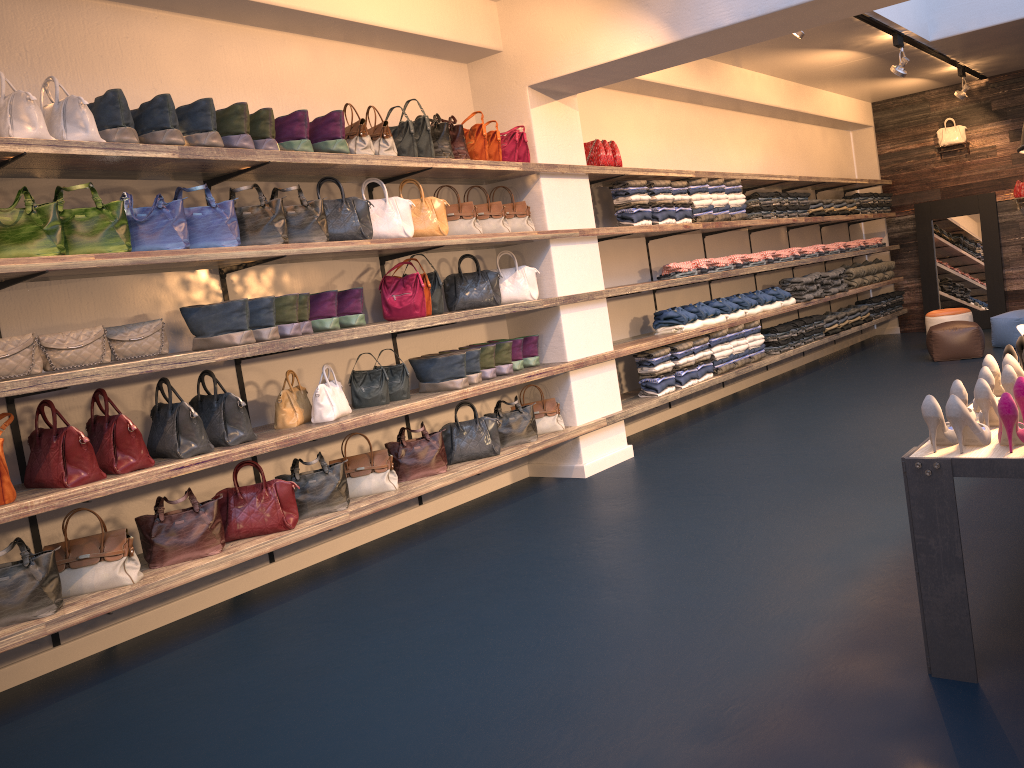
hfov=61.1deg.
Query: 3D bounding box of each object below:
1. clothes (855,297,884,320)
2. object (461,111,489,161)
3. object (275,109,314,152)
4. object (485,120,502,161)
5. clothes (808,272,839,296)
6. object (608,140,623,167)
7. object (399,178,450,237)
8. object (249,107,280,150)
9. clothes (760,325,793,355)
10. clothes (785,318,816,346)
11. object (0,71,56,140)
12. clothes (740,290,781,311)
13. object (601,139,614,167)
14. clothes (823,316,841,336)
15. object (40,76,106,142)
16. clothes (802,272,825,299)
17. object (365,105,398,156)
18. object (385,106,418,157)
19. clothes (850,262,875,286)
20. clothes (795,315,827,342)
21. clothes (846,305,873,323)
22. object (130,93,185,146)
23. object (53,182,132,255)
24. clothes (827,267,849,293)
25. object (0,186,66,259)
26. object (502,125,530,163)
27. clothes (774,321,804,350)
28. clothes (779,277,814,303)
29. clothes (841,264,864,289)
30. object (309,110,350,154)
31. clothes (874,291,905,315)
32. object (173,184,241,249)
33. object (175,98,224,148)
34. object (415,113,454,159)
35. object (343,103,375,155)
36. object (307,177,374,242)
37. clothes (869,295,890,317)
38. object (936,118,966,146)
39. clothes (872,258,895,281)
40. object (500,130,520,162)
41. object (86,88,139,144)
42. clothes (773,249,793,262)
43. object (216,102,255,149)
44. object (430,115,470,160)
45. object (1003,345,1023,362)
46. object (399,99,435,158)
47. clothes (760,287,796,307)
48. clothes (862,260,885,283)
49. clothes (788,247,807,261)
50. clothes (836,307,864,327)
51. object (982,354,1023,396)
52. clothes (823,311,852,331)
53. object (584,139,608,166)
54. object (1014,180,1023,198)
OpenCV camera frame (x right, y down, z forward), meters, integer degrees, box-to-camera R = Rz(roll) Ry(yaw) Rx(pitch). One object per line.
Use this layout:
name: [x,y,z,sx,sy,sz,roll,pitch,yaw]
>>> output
clothes: [4.947,-1.040,12.007,0.339,0.298,0.356,-3,7,41]
object: [-0.293,-1.672,5.914,0.257,0.384,0.224,-8,4,-3]
object: [-1.249,-1.347,4.760,0.385,0.235,0.192,-4,6,33]
object: [-0.199,-1.670,6.026,0.257,0.329,0.224,-8,5,-3]
clothes: [3.820,-1.230,10.701,0.347,0.302,0.378,-5,6,27]
object: [0.730,-1.866,7.124,0.295,0.244,0.154,-5,6,31]
object: [-0.606,-1.099,5.463,0.447,0.385,0.183,-9,4,-17]
object: [-1.391,-1.314,4.632,0.383,0.235,0.193,-3,7,38]
clothes: [2.862,-0.484,9.439,0.339,0.298,0.356,-3,7,41]
clothes: [3.297,-0.602,9.992,0.323,0.298,0.333,-4,7,39]
object: [-2.123,-1.158,3.666,0.394,0.330,0.208,-5,5,31]
clothes: [2.640,-0.897,9.396,0.466,0.240,0.389,-12,7,-36]
object: [0.657,-1.847,7.039,0.292,0.244,0.155,-3,6,39]
clothes: [3.814,-0.728,10.719,0.379,0.250,0.380,-12,7,-41]
object: [-1.985,-1.194,3.837,0.393,0.330,0.208,-4,6,33]
clothes: [3.532,-1.162,10.363,0.363,0.317,0.385,-5,6,25]
object: [-0.837,-1.503,5.210,0.179,0.334,0.323,-12,6,-40]
object: [-0.718,-1.537,5.354,0.271,0.351,0.147,-5,5,34]
clothes: [4.810,-1.526,11.978,0.308,0.341,0.428,-3,7,45]
clothes: [3.520,-0.662,10.267,0.322,0.298,0.334,-3,7,45]
clothes: [4.637,-0.946,11.729,0.382,0.250,0.377,-4,7,36]
object: [-1.702,-1.220,4.124,0.382,0.231,0.194,-3,7,40]
object: [-1.908,-0.724,3.858,0.395,0.338,0.206,-9,5,-16]
clothes: [4.068,-1.305,11.023,0.363,0.317,0.385,-5,6,25]
object: [-2.086,-0.668,3.631,0.394,0.322,0.189,-9,5,-15]
object: [-0.002,-1.708,6.242,0.248,0.310,0.218,-8,5,0]
clothes: [3.075,-0.543,9.718,0.340,0.298,0.345,-5,6,27]
clothes: [3.283,-1.087,10.041,0.347,0.302,0.378,-5,6,27]
clothes: [4.510,-1.446,11.608,0.308,0.341,0.428,-3,7,45]
object: [-1.069,-1.385,4.895,0.382,0.235,0.194,-3,7,40]
clothes: [5.494,-1.188,12.702,0.335,0.298,0.704,-3,7,41]
object: [-1.549,-0.820,4.300,0.395,0.338,0.206,-9,5,-16]
object: [-1.585,-1.251,4.268,0.387,0.231,0.192,-4,6,30]
object: [-0.545,-1.595,5.654,0.302,0.337,0.277,-9,5,-9]
object: [-0.949,-1.473,5.072,0.179,0.334,0.323,-12,6,-40]
object: [-1.007,-0.992,4.965,0.447,0.385,0.183,-9,4,-17]
clothes: [5.161,-1.099,12.286,0.340,0.298,0.345,-5,6,27]
object: [6.294,-3.616,12.428,0.399,0.385,0.205,-6,5,24]
clothes: [5.410,-1.686,12.716,0.308,0.341,0.428,-3,7,45]
object: [-0.060,-1.671,6.150,0.311,0.283,0.249,-9,5,-15]
object: [-1.832,-1.191,3.965,0.198,0.244,0.311,-11,6,-30]
clothes: [3.034,-1.454,9.939,0.343,0.159,0.326,-11,7,-30]
object: [-1.475,-1.281,4.438,0.385,0.235,0.192,-4,6,33]
object: [-0.431,-1.630,5.826,0.344,0.338,0.236,-3,7,45]
object: [2.257,-0.092,3.834,0.186,0.195,0.262,-4,6,34]
object: [-0.627,-1.590,5.469,0.271,0.409,0.147,-5,5,34]
clothes: [2.913,-0.970,9.732,0.389,0.240,0.466,-3,7,38]
clothes: [5.110,-1.606,12.347,0.308,0.341,0.428,-3,7,45]
clothes: [3.278,-1.522,10.206,0.294,0.154,0.382,-4,7,33]
clothes: [4.366,-0.875,11.399,0.379,0.250,0.380,-12,7,-41]
object: [2.065,-0.043,3.612,0.264,0.195,0.184,-13,7,-43]
clothes: [4.084,-0.799,11.049,0.382,0.250,0.377,-4,7,36]
object: [0.592,-1.830,6.958,0.293,0.244,0.154,-4,6,36]
object: [7.112,-2.710,12.006,0.150,0.253,0.310,-12,6,-39]
